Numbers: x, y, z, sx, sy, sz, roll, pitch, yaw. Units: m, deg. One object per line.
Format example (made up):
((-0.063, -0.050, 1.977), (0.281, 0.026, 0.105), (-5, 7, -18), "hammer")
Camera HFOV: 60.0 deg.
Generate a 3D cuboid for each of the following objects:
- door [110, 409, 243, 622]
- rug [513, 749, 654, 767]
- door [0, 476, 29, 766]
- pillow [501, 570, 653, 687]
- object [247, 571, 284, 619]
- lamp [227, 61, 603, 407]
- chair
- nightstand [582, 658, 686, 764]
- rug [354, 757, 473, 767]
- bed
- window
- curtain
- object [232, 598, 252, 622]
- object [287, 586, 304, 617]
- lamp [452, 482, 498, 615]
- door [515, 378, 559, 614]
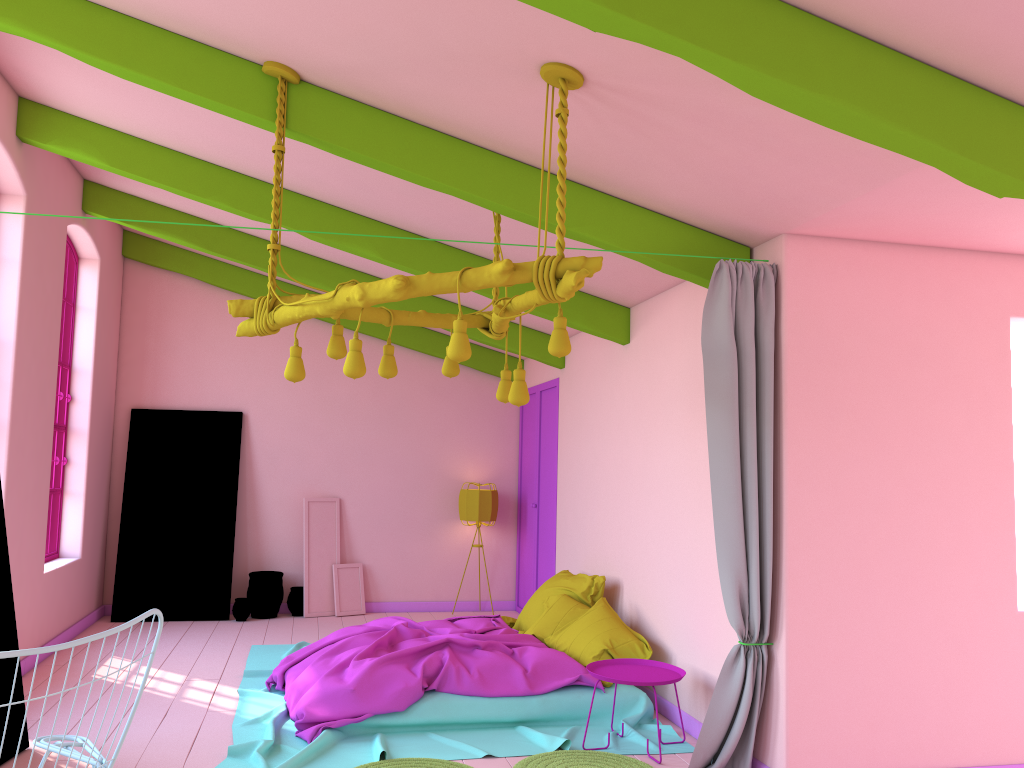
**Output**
((-3.524, 1.366, 9.406), (1.153, 2.209, 0.450), (3, -5, -13), "door")
((0.401, 2.100, 4.756), (0.792, 0.021, 0.793), (0, -6, 15), "rug")
((-2.894, 0.908, 4.521), (0.450, 2.209, 1.154), (2, -5, -3), "door")
((0.383, 1.923, 7.101), (0.848, 0.821, 2.619), (4, -6, -23), "pillow")
((-2.648, 2.262, 9.521), (0.386, 0.470, 0.386), (-2, -6, 30), "object")
((-0.309, -1.035, 4.205), (1.611, 2.262, 1.776), (4, -6, -31), "lamp")
((-1.521, 1.206, 2.238), (0.925, 1.237, 1.079), (-1, -6, 22), "chair")
((0.741, 1.945, 5.327), (0.596, 0.458, 0.596), (-1, -6, 25), "nightstand")
((-0.511, 2.058, 4.550), (0.793, 0.021, 0.793), (5, -6, -30), "rug")
((-0.625, 2.014, 6.598), (2.802, 0.513, 3.579), (3, -6, -13), "bed")
((-4.109, 0.083, 7.902), (0.072, 3.044, 1.276), (2, -5, -13), "window")
((1.205, 0.739, 4.827), (0.519, 2.783, 0.525), (4, -6, -32), "curtain")
((-2.818, 2.355, 9.248), (0.199, 0.234, 0.199), (-4, -7, 44), "object")
((-2.323, 2.371, 9.663), (0.260, 0.306, 0.261), (0, -5, 20), "object")
((-0.367, 1.850, 10.016), (0.491, 1.465, 0.477), (0, -5, 17), "lamp")
((0.267, 1.298, 9.649), (0.108, 2.588, 1.678), (2, -5, -13), "door")
